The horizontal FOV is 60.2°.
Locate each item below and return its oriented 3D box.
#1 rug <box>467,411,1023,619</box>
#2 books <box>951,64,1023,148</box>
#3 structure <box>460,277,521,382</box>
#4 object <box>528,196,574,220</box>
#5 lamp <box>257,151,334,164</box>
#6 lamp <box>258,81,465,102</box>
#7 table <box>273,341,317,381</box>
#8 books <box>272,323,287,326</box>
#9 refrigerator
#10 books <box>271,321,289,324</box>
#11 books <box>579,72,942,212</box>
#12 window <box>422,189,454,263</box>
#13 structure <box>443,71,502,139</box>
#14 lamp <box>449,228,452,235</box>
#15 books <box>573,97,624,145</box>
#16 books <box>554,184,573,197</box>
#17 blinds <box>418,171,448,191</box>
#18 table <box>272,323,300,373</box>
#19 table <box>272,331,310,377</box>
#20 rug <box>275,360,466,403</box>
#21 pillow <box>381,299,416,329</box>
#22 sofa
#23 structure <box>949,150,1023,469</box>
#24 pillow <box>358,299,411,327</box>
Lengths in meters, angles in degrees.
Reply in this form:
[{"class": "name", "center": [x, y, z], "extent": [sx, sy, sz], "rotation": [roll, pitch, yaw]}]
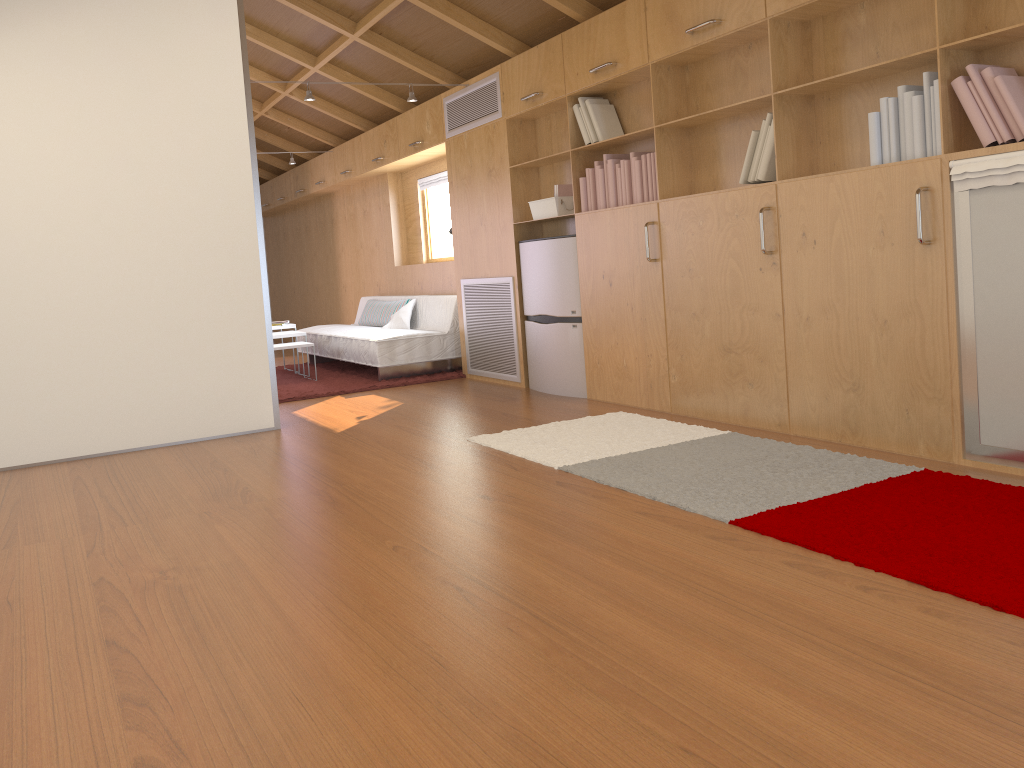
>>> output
[{"class": "rug", "center": [1.069, 0.369, 2.889], "extent": [0.920, 0.011, 3.731], "rotation": [-8, 9, -28]}, {"class": "books", "center": [1.687, -0.961, 3.034], "extent": [0.176, 0.295, 0.280], "rotation": [-7, 6, -28]}, {"class": "structure", "center": [-0.163, -0.402, 6.353], "extent": [0.013, 0.718, 0.821], "rotation": [-6, 6, -28]}, {"class": "object", "center": [0.275, -1.115, 5.624], "extent": [0.204, 0.122, 0.351], "rotation": [-8, 8, -28]}, {"class": "lamp", "center": [-3.516, -2.092, 8.204], "extent": [3.843, 0.152, 0.073], "rotation": [-8, 5, -28]}, {"class": "lamp", "center": [-1.993, -1.828, 5.399], "extent": [3.843, 0.152, 0.073], "rotation": [-8, 5, -28]}, {"class": "table", "center": [-1.815, -0.168, 7.183], "extent": [0.343, 0.307, 0.370], "rotation": [-7, 7, -28]}, {"class": "books", "center": [-2.109, -0.520, 7.826], "extent": [0.193, 0.016, 0.153], "rotation": [-4, 8, 1]}, {"class": "refrigerator", "center": [0.317, -0.442, 5.644], "extent": [0.262, 0.982, 0.715], "rotation": [-6, 5, -28]}, {"class": "books", "center": [-2.097, -0.548, 7.910], "extent": [0.193, 0.016, 0.153], "rotation": [-5, 8, -9]}, {"class": "books", "center": [1.205, -1.220, 3.874], "extent": [0.189, 0.654, 3.117], "rotation": [-6, 7, -28]}, {"class": "window", "center": [-0.445, -1.461, 7.631], "extent": [0.035, 0.786, 1.500], "rotation": [-6, 7, -28]}, {"class": "structure", "center": [-0.290, -1.969, 6.288], "extent": [0.013, 0.299, 0.905], "rotation": [-6, 7, -28]}, {"class": "lamp", "center": [-0.392, -0.683, 6.970], "extent": [0.254, 1.191, 0.183], "rotation": [-2, 4, 37]}, {"class": "books", "center": [0.502, -1.532, 5.145], "extent": [0.176, 0.295, 0.280], "rotation": [-7, 6, -28]}, {"class": "books", "center": [0.334, -1.147, 5.514], "extent": [0.150, 0.191, 0.088], "rotation": [-7, 5, -28]}, {"class": "blinds", "center": [-0.514, -1.792, 7.588], "extent": [0.048, 0.110, 1.501], "rotation": [-6, 8, -28]}, {"class": "table", "center": [-2.231, -0.303, 7.937], "extent": [0.487, 0.436, 0.526], "rotation": [-7, 7, -28]}, {"class": "table", "center": [-2.009, -0.238, 7.533], "extent": [0.426, 0.381, 0.460], "rotation": [-7, 7, -28]}, {"class": "rug", "center": [-1.533, -0.069, 7.562], "extent": [1.892, 0.020, 2.487], "rotation": [-8, 9, -28]}, {"class": "pillow", "center": [-0.966, -0.594, 7.593], "extent": [0.345, 0.250, 0.269], "rotation": [-1, 6, 26]}, {"class": "sofa", "center": [-1.209, -0.446, 7.857], "extent": [0.866, 0.625, 2.360], "rotation": [-7, 8, -28]}, {"class": "structure", "center": [1.858, -0.244, 2.885], "extent": [0.317, 1.074, 0.727], "rotation": [-6, 5, -28]}, {"class": "pillow", "center": [-1.196, -0.654, 8.178], "extent": [0.172, 0.250, 1.044], "rotation": [-7, 8, -28]}]
